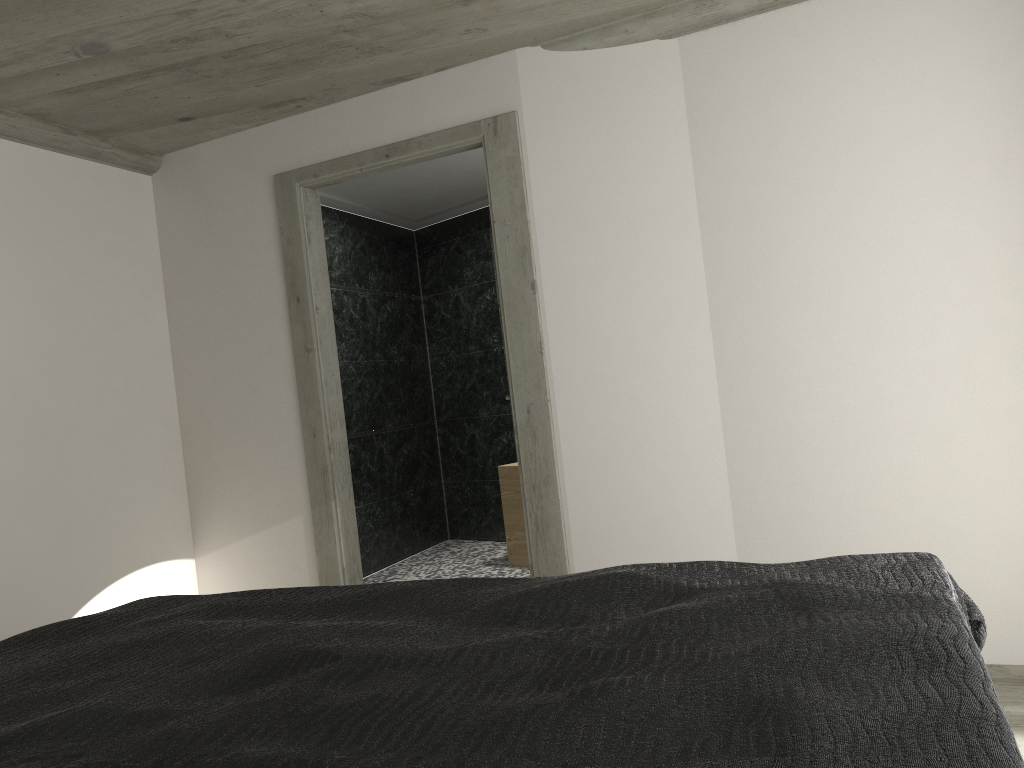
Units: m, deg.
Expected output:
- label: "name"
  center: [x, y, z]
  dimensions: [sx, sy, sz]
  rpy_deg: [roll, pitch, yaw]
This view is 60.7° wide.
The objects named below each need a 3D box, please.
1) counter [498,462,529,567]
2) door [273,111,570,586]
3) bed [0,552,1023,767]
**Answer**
- label: "counter"
  center: [0.597, 0.722, 6.176]
  dimensions: [1.227, 1.052, 0.692]
  rpy_deg: [-7, 0, 45]
- label: "door"
  center: [-0.190, 0.061, 4.723]
  dimensions: [1.411, 2.515, 1.111]
  rpy_deg: [-7, 0, 27]
- label: "bed"
  center: [-0.562, 0.508, 0.988]
  dimensions: [2.385, 1.623, 3.169]
  rpy_deg: [-7, 0, 19]
